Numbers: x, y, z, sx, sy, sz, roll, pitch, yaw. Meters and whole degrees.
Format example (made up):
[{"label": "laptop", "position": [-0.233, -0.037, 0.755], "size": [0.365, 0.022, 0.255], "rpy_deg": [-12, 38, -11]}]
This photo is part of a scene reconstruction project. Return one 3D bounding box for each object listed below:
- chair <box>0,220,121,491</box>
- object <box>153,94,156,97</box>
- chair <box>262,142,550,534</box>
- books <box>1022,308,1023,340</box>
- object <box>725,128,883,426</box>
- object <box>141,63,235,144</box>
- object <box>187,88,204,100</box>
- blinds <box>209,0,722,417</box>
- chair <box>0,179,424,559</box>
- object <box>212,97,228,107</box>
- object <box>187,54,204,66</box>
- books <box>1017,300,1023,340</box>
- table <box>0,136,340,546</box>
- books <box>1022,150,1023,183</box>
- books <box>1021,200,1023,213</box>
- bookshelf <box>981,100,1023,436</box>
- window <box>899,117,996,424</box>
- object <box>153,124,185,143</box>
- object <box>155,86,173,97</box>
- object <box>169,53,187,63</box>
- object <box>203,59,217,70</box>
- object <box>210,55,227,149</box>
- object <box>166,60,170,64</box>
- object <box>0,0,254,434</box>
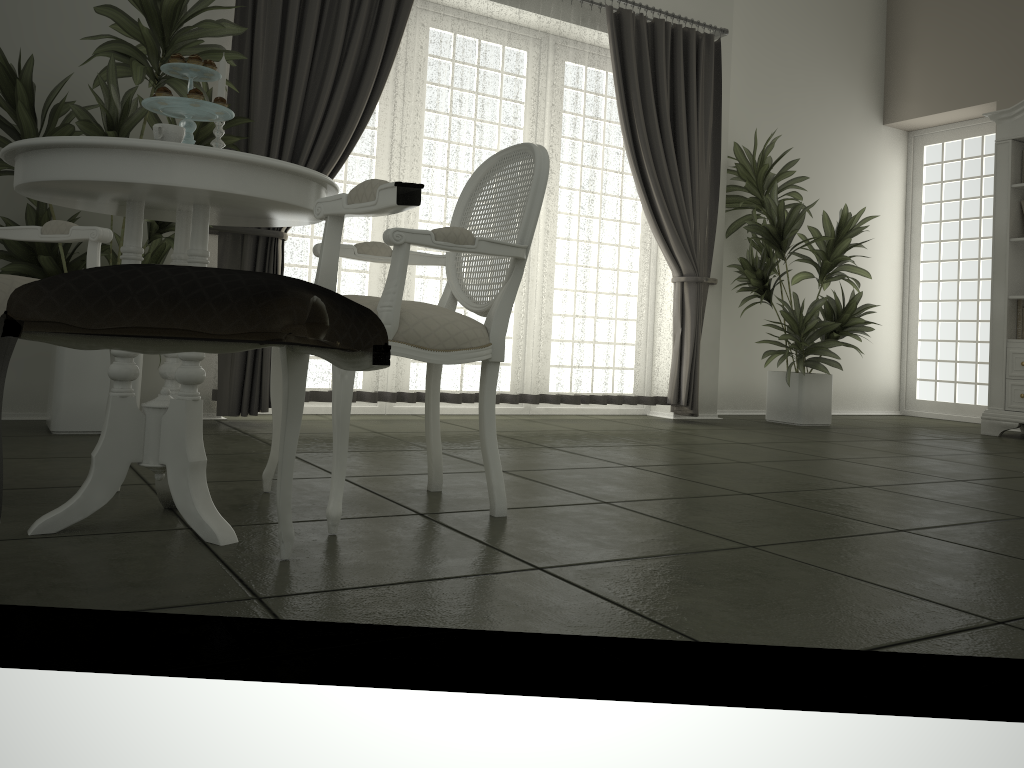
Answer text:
[{"label": "chair", "position": [-1.451, -0.247, 2.322], "size": [0.691, 1.068, 0.593], "rpy_deg": [3, -1, 24]}, {"label": "object", "position": [-0.848, -0.682, 2.119], "size": [0.039, 0.032, 0.039], "rpy_deg": [3, 1, 20]}, {"label": "chair", "position": [-0.278, -0.193, 2.475], "size": [0.688, 1.068, 0.595], "rpy_deg": [4, -1, -31]}, {"label": "books", "position": [3.534, -0.405, 6.026], "size": [0.155, 0.219, 0.012], "rpy_deg": [3, -2, -31]}, {"label": "object", "position": [2.057, -0.778, 6.253], "size": [1.160, 2.104, 1.038], "rpy_deg": [3, -2, -13]}, {"label": "object", "position": [-0.777, -0.628, 2.118], "size": [0.211, 0.249, 0.210], "rpy_deg": [3, 0, 2]}, {"label": "object", "position": [-0.737, -0.673, 2.057], "size": [0.039, 0.032, 0.039], "rpy_deg": [3, 1, 25]}, {"label": "blinds", "position": [-0.109, -1.095, 5.258], "size": [3.651, 2.613, 0.660], "rpy_deg": [2, -2, -31]}, {"label": "chair", "position": [-0.454, -0.151, 1.424], "size": [0.593, 1.068, 0.691], "rpy_deg": [4, -1, -41]}, {"label": "object", "position": [-0.702, -0.674, 2.122], "size": [0.039, 0.032, 0.039], "rpy_deg": [3, 1, 20]}, {"label": "object", "position": [-0.749, -0.764, 2.089], "size": [0.039, 0.032, 0.039], "rpy_deg": [3, 1, -10]}, {"label": "books", "position": [3.519, -0.436, 6.043], "size": [0.167, 0.278, 0.028], "rpy_deg": [4, -3, -31]}, {"label": "table", "position": [-0.805, -0.086, 2.070], "size": [0.738, 0.833, 0.741], "rpy_deg": [3, 0, -34]}, {"label": "books", "position": [3.578, -1.479, 6.093], "size": [0.151, 0.259, 0.028], "rpy_deg": [4, -3, -31]}, {"label": "books", "position": [3.568, -1.116, 6.045], "size": [0.158, 0.275, 0.092], "rpy_deg": [4, -2, -31]}, {"label": "bookshelf", "position": [3.781, -0.788, 5.767], "size": [0.623, 2.353, 1.150], "rpy_deg": [4, -2, -31]}, {"label": "window", "position": [3.725, -0.948, 7.351], "size": [0.058, 2.511, 1.000], "rpy_deg": [5, -2, -31]}, {"label": "object", "position": [-0.712, -0.510, 1.832], "size": [0.062, 0.049, 0.078], "rpy_deg": [3, 1, -21]}, {"label": "object", "position": [-0.810, -0.677, 2.056], "size": [0.039, 0.032, 0.039], "rpy_deg": [3, 1, 20]}, {"label": "object", "position": [-0.790, -0.766, 2.089], "size": [0.039, 0.032, 0.039], "rpy_deg": [3, 1, 0]}, {"label": "object", "position": [-0.729, -0.765, 2.125], "size": [0.039, 0.032, 0.039], "rpy_deg": [3, 1, -25]}, {"label": "object", "position": [-0.771, -0.695, 2.327], "size": [0.087, 0.366, 0.087], "rpy_deg": [1, -3, 36]}, {"label": "object", "position": [-0.812, -0.769, 2.124], "size": [0.039, 0.032, 0.039], "rpy_deg": [4, 1, 45]}, {"label": "object", "position": [-1.748, -0.853, 3.778], "size": [1.160, 2.104, 1.038], "rpy_deg": [3, -2, -13]}]
